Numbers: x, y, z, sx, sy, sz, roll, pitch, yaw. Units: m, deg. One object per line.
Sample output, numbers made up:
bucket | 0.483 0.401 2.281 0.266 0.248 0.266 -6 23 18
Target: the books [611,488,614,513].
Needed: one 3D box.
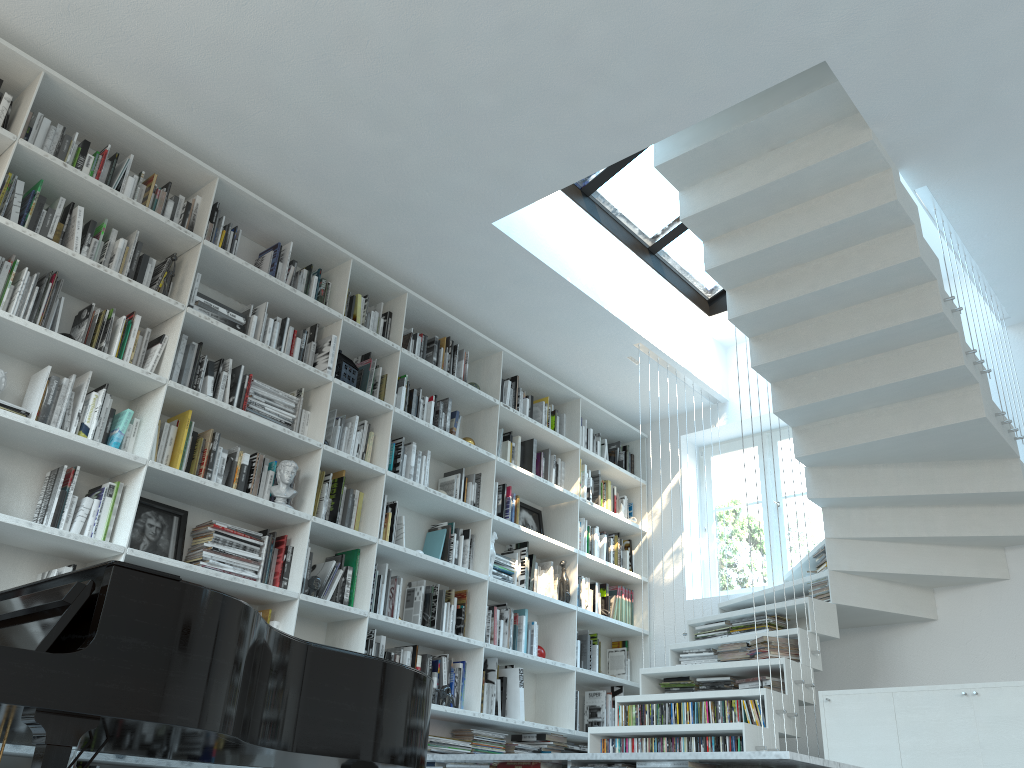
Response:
books | 0.677 0.899 6.476 0.160 0.260 0.022 -18 -33 37

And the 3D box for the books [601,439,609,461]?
books | 0.660 0.558 6.634 0.132 0.276 0.069 -18 -33 37

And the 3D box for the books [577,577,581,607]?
books | 0.379 1.410 5.877 0.171 0.242 0.022 -18 -33 37

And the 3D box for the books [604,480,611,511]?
books | 0.596 0.827 6.321 0.248 0.241 0.042 -18 -34 37

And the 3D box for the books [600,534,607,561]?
books | 0.583 1.189 6.232 0.177 0.244 0.045 -18 -33 37

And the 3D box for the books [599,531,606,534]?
books | 0.608 1.199 6.303 0.132 0.290 0.024 -18 -33 37

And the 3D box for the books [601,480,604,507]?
books | 0.580 0.811 6.286 0.166 0.236 0.013 -18 -33 37

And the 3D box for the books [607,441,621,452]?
books | 0.759 0.594 6.734 0.162 0.312 0.014 -18 -33 37

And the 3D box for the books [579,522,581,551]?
books | 0.391 1.075 6.041 0.173 0.255 0.026 -18 -33 37

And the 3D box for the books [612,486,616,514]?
books | 0.692 0.903 6.511 0.163 0.285 0.024 -18 -33 37

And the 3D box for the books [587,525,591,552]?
books | 0.475 1.124 6.144 0.152 0.269 0.025 -18 -33 37

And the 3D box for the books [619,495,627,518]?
books | 0.780 0.969 6.602 0.163 0.257 0.029 -18 -33 37

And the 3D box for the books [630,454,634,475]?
books | 0.849 0.666 6.783 0.188 0.236 0.025 -18 -33 37

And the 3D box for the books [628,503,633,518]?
books | 0.831 1.005 6.622 0.170 0.215 0.011 -18 -33 37

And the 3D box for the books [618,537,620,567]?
books | 0.694 1.243 6.353 0.173 0.266 0.029 -18 -33 37

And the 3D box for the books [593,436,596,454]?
books | 0.550 0.505 6.495 0.144 0.236 0.025 -18 -33 37

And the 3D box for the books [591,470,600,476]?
books | 0.555 0.762 6.258 0.152 0.295 0.022 -18 -33 37

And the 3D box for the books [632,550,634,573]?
books | 0.812 1.337 6.473 0.184 0.218 0.022 -18 -34 37

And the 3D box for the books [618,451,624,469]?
books | 0.766 0.627 6.691 0.193 0.215 0.012 -18 -34 37

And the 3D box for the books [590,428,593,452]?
books | 0.508 0.468 6.457 0.179 0.263 0.029 -18 -33 37

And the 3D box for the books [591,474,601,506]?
books | 0.542 0.772 6.231 0.189 0.252 0.023 -18 -33 37

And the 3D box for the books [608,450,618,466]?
books | 0.708 0.606 6.631 0.186 0.192 0.024 -18 -34 37

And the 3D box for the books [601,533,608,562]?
books | 0.600 1.197 6.262 0.184 0.257 0.023 -18 -33 37

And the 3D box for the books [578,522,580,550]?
books | 0.376 1.063 6.008 0.182 0.246 0.023 -18 -33 37

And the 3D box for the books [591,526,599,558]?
books | 0.529 1.144 6.192 0.166 0.282 0.030 -18 -33 37

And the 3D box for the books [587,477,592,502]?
books | 0.473 0.757 6.142 0.190 0.192 0.024 -18 -34 37

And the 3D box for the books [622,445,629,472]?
books | 0.809 0.617 6.745 0.190 0.285 0.014 -18 -33 37

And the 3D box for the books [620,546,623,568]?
books | 0.711 1.277 6.358 0.188 0.210 0.025 -18 -34 37

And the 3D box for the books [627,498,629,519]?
books | 0.802 0.987 6.622 0.160 0.245 0.040 -18 -33 37

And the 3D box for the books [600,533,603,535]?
books | 0.593 1.202 6.290 0.130 0.272 0.010 -18 -33 37

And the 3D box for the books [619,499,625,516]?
books | 0.755 0.968 6.554 0.181 0.212 0.023 -18 -34 37

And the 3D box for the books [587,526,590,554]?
books | 0.470 1.119 6.124 0.158 0.259 0.013 -18 -33 37

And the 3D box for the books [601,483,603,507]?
books | 0.561 0.810 6.252 0.184 0.205 0.014 -18 -34 37

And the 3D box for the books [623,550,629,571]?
books | 0.761 1.313 6.406 0.192 0.194 0.029 -18 -34 37

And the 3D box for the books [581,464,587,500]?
books | 0.431 0.697 6.105 0.189 0.262 0.026 -18 -33 37

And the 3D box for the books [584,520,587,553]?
books | 0.446 1.090 6.105 0.166 0.291 0.012 -18 -33 37

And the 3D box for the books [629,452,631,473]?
books | 0.827 0.657 6.780 0.185 0.246 0.014 -18 -33 37

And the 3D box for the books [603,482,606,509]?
books | 0.595 0.820 6.285 0.175 0.221 0.013 -18 -33 37

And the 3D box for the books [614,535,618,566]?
books | 0.679 1.232 6.343 0.188 0.275 0.013 -18 -33 37

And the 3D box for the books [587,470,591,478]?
books | 0.478 0.738 6.182 0.158 0.262 0.023 -18 -33 37

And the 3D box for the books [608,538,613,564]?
books | 0.648 1.234 6.324 0.160 0.251 0.025 -18 -33 37

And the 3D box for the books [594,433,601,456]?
books | 0.587 0.511 6.557 0.160 0.283 0.012 -18 -33 37

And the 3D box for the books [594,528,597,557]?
books | 0.515 1.142 6.167 0.173 0.261 0.022 -18 -33 37

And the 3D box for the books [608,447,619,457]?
books | 0.726 0.603 6.683 0.160 0.246 0.068 -18 -33 37

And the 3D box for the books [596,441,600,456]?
books | 0.572 0.533 6.517 0.163 0.207 0.026 -18 -33 37

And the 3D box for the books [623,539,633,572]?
books | 0.795 1.292 6.467 0.186 0.291 0.042 -18 -33 37

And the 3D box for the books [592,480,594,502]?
books | 0.512 0.787 6.217 0.135 0.210 0.025 -18 -33 37

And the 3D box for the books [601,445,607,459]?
books | 0.623 0.560 6.569 0.163 0.211 0.057 -18 -34 37

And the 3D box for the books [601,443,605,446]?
books | 0.635 0.565 6.604 0.131 0.234 0.010 -18 -33 37

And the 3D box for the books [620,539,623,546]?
books | 0.737 1.271 6.421 0.149 0.281 0.013 -18 -33 37

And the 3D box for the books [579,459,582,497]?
books | 0.399 0.670 6.088 0.183 0.293 0.010 -18 -33 37

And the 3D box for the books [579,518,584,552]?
books | 0.416 1.066 6.052 0.186 0.284 0.014 -18 -33 37

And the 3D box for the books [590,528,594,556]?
books | 0.498 1.136 6.152 0.156 0.258 0.024 -18 -33 37

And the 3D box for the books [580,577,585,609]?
books | 0.403 1.422 5.901 0.181 0.244 0.026 -18 -33 37

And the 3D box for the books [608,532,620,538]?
books | 0.724 1.247 6.428 0.140 0.328 0.013 -18 -33 37

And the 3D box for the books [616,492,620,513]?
books | 0.724 0.934 6.533 0.154 0.253 0.070 -18 -33 37

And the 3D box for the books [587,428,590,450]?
books | 0.492 0.461 6.439 0.163 0.257 0.022 -18 -33 37

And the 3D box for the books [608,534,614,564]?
books | 0.668 1.225 6.338 0.152 0.281 0.012 -18 -33 37
